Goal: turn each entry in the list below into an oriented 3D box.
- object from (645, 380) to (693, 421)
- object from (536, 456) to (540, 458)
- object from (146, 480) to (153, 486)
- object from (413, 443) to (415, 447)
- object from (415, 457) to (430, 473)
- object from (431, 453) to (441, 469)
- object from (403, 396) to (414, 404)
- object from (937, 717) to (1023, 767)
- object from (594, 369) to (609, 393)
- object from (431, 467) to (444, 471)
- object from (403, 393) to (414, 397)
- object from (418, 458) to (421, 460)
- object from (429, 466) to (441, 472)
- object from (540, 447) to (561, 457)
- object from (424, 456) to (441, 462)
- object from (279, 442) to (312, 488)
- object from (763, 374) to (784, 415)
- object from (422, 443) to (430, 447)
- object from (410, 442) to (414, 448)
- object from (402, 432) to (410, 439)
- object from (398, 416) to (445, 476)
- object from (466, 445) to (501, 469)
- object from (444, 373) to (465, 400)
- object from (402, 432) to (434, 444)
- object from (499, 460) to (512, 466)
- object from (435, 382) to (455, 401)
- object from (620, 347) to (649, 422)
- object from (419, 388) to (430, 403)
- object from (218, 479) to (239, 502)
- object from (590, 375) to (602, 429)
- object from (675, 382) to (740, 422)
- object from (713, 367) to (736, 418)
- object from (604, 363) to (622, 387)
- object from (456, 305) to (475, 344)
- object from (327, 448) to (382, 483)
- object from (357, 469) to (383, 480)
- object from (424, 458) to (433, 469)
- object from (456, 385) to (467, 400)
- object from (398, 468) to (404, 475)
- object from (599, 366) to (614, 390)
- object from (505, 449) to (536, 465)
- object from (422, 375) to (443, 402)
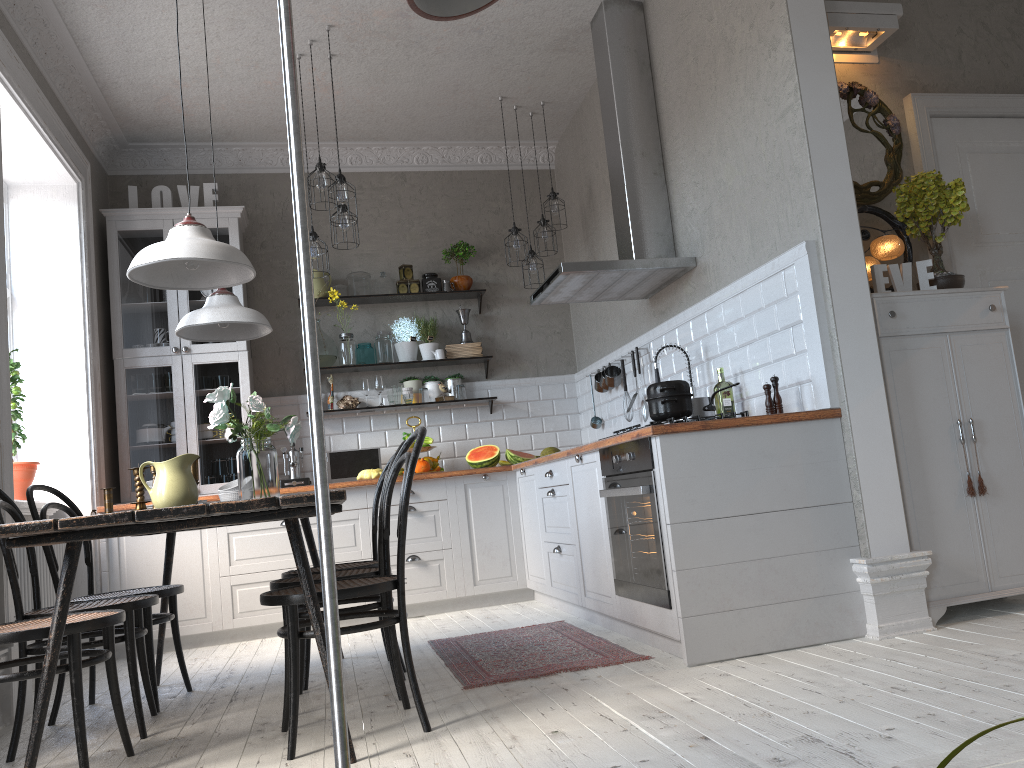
[{"bbox_3d":[0.620,0.067,3.482,0.194,0.147,0.189,-1,-9,-34],"label":"object"},{"bbox_3d":[0.134,0.537,6.172,0.117,0.073,0.204,-12,-9,39],"label":"object"},{"bbox_3d":[-1.285,0.409,3.356,0.182,0.094,0.177,-3,-8,-22],"label":"object"},{"bbox_3d":[-0.650,0.431,5.984,0.064,0.061,0.066,-4,-7,-14],"label":"object"},{"bbox_3d":[-0.604,0.546,5.907,0.109,0.110,0.115,-13,-10,43],"label":"object"},{"bbox_3d":[-0.525,0.526,6.074,0.061,0.120,0.126,-7,-7,11],"label":"object"},{"bbox_3d":[-0.721,0.114,6.176,0.078,0.051,0.076,-3,-8,-21],"label":"object"},{"bbox_3d":[0.381,0.155,0.267,0.730,0.420,0.665,-7,-7,4],"label":"object"},{"bbox_3d":[0.596,-0.023,5.841,0.108,0.161,0.136,-6,-7,-1],"label":"object"},{"bbox_3d":[-0.569,0.594,6.103,0.214,0.044,0.055,-9,-8,24],"label":"object"},{"bbox_3d":[-0.723,0.097,6.178,0.078,0.051,0.076,-3,-8,-21],"label":"object"},{"bbox_3d":[-0.637,0.552,6.093,0.086,0.093,0.086,-4,-7,-18],"label":"object"},{"bbox_3d":[-0.526,0.584,5.990,0.088,0.051,0.069,-11,-9,34],"label":"object"},{"bbox_3d":[0.275,0.497,6.162,0.129,0.119,0.208,-12,-9,39],"label":"object"},{"bbox_3d":[-0.554,0.523,6.075,0.129,0.056,0.059,-3,-8,-22],"label":"object"},{"bbox_3d":[-1.427,0.507,5.784,0.208,0.370,0.350,-4,-7,-13],"label":"object"},{"bbox_3d":[1.030,0.046,3.502,0.073,0.166,0.035,-4,-7,-14],"label":"object"},{"bbox_3d":[-0.602,0.433,6.031,0.077,0.062,0.098,0,-9,-40],"label":"object"},{"bbox_3d":[-0.689,0.410,5.962,0.059,0.069,0.079,-7,-7,6],"label":"object"},{"bbox_3d":[-0.709,0.353,6.015,0.074,0.058,0.050,-1,-9,-37],"label":"object"},{"bbox_3d":[-0.655,0.429,6.040,0.358,0.425,0.346,-2,-8,-28],"label":"object"},{"bbox_3d":[-0.194,0.496,5.969,0.234,0.174,0.219,-7,-7,8],"label":"object"},{"bbox_3d":[-0.410,0.031,6.413,0.160,0.213,0.151,-4,-7,-16],"label":"object"},{"bbox_3d":[-0.641,0.369,6.025,0.212,0.101,0.067,-5,-7,-8],"label":"object"},{"bbox_3d":[-0.001,0.563,6.234,0.200,0.067,0.102,-5,-7,-8],"label":"object"},{"bbox_3d":[-0.476,0.056,6.294,0.098,0.146,0.121,-13,-10,44],"label":"object"},{"bbox_3d":[0.704,0.021,5.218,0.082,0.442,0.326,-5,-7,-12],"label":"object"},{"bbox_3d":[-0.622,0.085,6.261,0.079,0.108,0.077,-4,-8,-20],"label":"object"},{"bbox_3d":[-1.079,0.426,3.449,0.124,0.119,0.128,-6,-7,2],"label":"object"},{"bbox_3d":[0.561,0.121,6.079,0.078,0.378,0.082,-4,-7,-13],"label":"object"},{"bbox_3d":[0.837,0.087,3.769,0.299,0.134,0.177,-9,-8,20],"label":"object"},{"bbox_3d":[0.979,0.064,4.035,0.090,0.282,0.081,-4,-7,-13],"label":"object"},{"bbox_3d":[0.639,-0.059,5.594,0.108,0.161,0.137,-7,-7,4],"label":"object"},{"bbox_3d":[-0.343,-0.423,6.448,0.133,0.287,0.128,-2,-8,-28],"label":"object"},{"bbox_3d":[-1.057,0.561,5.957,0.355,0.226,0.087,-4,-7,-14],"label":"object"},{"bbox_3d":[-0.914,0.595,5.779,0.199,0.083,0.187,-5,-7,-13],"label":"object"},{"bbox_3d":[-0.581,0.543,5.990,0.088,0.078,0.088,-8,-7,13],"label":"object"},{"bbox_3d":[-0.364,0.062,6.303,0.079,0.108,0.077,-4,-8,-20],"label":"object"},{"bbox_3d":[-0.751,0.600,6.010,0.075,0.072,0.153,-8,-7,16],"label":"object"},{"bbox_3d":[0.622,-0.042,5.718,0.109,0.161,0.135,-5,-7,-11],"label":"object"},{"bbox_3d":[0.071,0.493,5.983,0.228,0.127,0.146,-2,-8,-31],"label":"object"},{"bbox_3d":[-0.569,0.041,6.364,0.171,0.214,0.149,-8,-7,16],"label":"object"}]
